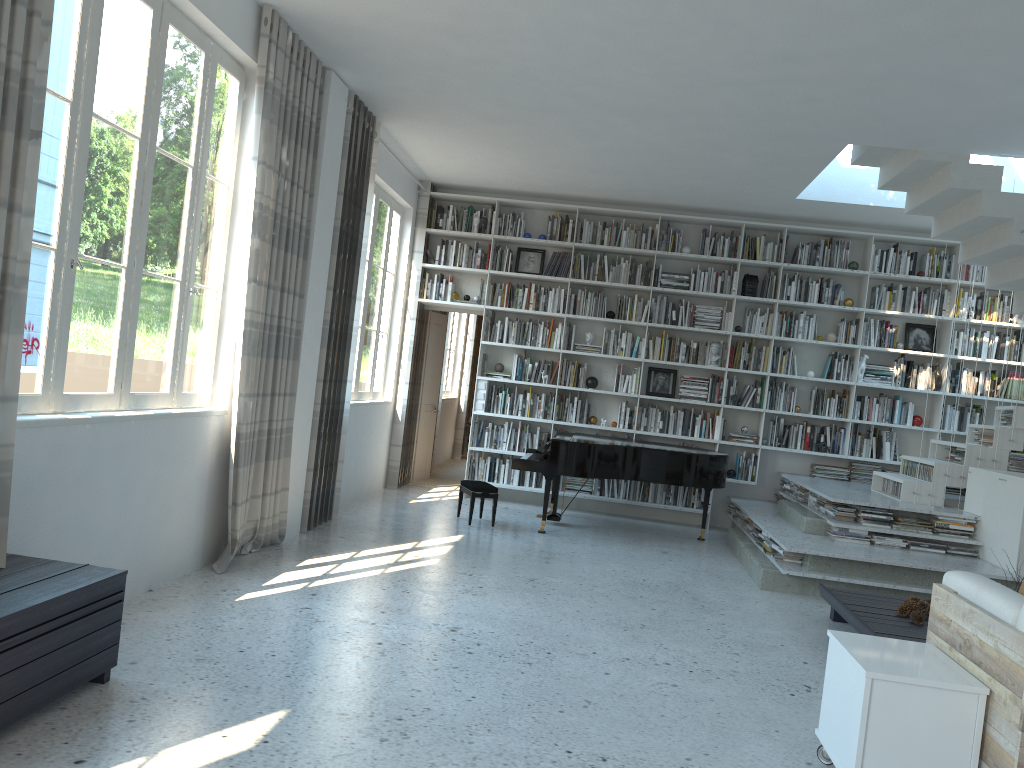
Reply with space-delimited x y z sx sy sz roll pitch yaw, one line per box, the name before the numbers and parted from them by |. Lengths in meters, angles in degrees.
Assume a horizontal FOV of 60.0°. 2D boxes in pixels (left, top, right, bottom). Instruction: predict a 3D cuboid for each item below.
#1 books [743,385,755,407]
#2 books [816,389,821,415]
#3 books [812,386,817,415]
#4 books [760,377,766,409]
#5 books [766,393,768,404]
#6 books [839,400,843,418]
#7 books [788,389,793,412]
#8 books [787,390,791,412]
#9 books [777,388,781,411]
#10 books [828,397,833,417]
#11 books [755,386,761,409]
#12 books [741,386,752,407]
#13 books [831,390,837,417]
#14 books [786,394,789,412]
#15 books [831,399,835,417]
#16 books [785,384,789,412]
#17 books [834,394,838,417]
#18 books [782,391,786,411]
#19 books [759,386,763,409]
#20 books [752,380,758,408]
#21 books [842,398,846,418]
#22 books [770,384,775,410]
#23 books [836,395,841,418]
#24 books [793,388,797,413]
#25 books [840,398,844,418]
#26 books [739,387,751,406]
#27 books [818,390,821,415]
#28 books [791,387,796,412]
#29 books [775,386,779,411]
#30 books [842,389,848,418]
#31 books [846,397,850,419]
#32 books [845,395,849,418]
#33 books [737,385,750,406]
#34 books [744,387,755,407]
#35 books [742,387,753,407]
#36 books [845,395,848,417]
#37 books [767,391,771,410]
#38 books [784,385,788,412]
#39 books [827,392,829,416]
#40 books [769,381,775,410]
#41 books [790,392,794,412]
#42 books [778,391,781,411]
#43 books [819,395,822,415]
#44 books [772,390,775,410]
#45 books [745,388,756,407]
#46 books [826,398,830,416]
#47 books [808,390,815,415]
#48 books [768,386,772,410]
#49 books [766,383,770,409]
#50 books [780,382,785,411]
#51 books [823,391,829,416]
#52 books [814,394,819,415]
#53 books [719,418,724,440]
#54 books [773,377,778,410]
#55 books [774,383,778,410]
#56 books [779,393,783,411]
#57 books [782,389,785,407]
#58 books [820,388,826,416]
books | 2.421 0.120 9.094 0.094 0.238 0.149 7 1 6
books | 3.099 0.185 9.022 0.015 0.262 0.149 7 1 6
books | 3.071 0.168 9.038 0.016 0.290 0.131 7 1 6
books | 2.555 0.091 9.070 0.014 0.325 0.182 7 1 6
books | 2.592 0.145 9.074 0.012 0.226 0.147 7 1 6
books | 3.312 0.251 8.973 0.016 0.180 0.189 7 1 6
books | 2.827 0.166 9.048 0.015 0.238 0.176 7 1 6
books | 2.816 0.173 9.058 0.008 0.223 0.133 7 1 6
books | 2.704 0.158 9.043 0.011 0.226 0.188 7 1 6
books | 3.221 0.233 8.998 0.015 0.195 0.175 7 1 6
books | 2.506 0.137 9.067 0.029 0.223 0.171 7 1 6
books | 2.395 0.125 9.104 0.095 0.226 0.144 7 1 6
books | 3.254 0.197 8.993 0.006 0.274 0.173 7 1 6
books | 2.803 0.193 9.059 0.013 0.179 0.140 7 1 6
books | 3.236 0.241 8.992 0.019 0.183 0.190 7 1 6
books | 2.800 0.140 9.060 0.006 0.285 0.159 7 1 6
books | 3.263 0.221 8.991 0.018 0.229 0.181 7 1 6
books | 2.763 0.176 9.060 0.013 0.203 0.167 7 1 6
books | 2.533 0.138 9.076 0.021 0.226 0.148 7 1 6
books | 2.492 0.104 9.089 0.013 0.286 0.138 7 1 6
books | 3.345 0.243 8.987 0.013 0.204 0.158 7 1 6
books | 2.657 0.125 9.064 0.006 0.281 0.155 7 1 6
books | 3.299 0.224 9.000 0.021 0.232 0.155 7 1 6
books | 2.869 0.165 9.045 0.013 0.251 0.172 7 1 6
books | 3.332 0.241 8.999 0.016 0.205 0.141 7 1 6
books | 2.376 0.131 9.085 0.089 0.210 0.175 7 1 6
books | 3.110 0.188 9.020 0.008 0.259 0.158 7 1 6
books | 2.857 0.158 9.046 0.014 0.261 0.142 7 1 6
books | 2.695 0.146 9.055 0.013 0.249 0.165 7 1 6
books | 3.360 0.199 8.978 0.007 0.295 0.162 7 1 6
books | 3.391 0.238 8.997 0.009 0.224 0.146 7 1 6
books | 3.385 0.231 9.007 0.007 0.235 0.131 7 1 6
books | 2.359 0.120 9.082 0.095 0.228 0.190 7 1 6
books | 2.424 0.134 9.103 0.090 0.215 0.139 7 1 6
books | 2.404 0.133 9.098 0.090 0.212 0.143 7 1 6
books | 3.372 0.227 9.004 0.019 0.241 0.134 7 1 6
books | 2.613 0.167 9.075 0.015 0.188 0.168 7 1 6
books | 2.777 0.146 9.046 0.012 0.267 0.183 7 1 6
books | 3.203 0.206 9.020 0.030 0.244 0.135 7 1 6
books | 2.646 0.117 9.066 0.018 0.295 0.177 7 1 6
books | 2.839 0.183 9.043 0.014 0.207 0.180 7 1 6
books | 2.717 0.164 9.054 0.013 0.218 0.160 7 1 6
books | 3.129 0.215 9.038 0.031 0.208 0.122 7 1 6
books | 2.662 0.164 9.071 0.013 0.204 0.154 7 1 6
books | 2.435 0.141 9.091 0.091 0.205 0.169 7 1 6
books | 3.178 0.235 8.992 0.018 0.182 0.182 7 1 6
books | 3.051 0.185 9.028 0.019 0.252 0.130 7 1 6
books | 2.630 0.143 9.082 0.011 0.239 0.136 7 1 6
books | 2.604 0.126 9.066 0.010 0.266 0.158 7 1 6
books | 2.747 0.128 9.044 0.014 0.297 0.175 7 1 6
books | 3.164 0.198 8.994 0.018 0.251 0.184 7 1 6
books | 3.080 0.206 9.010 0.015 0.216 0.177 7 1 6
books | 2.148 0.461 9.133 0.027 0.229 0.141 7 1 6
books | 2.681 0.097 9.078 0.007 0.342 0.149 7 1 6
books | 2.687 0.127 9.053 0.005 0.284 0.159 7 1 6
books | 2.727 0.181 9.048 0.013 0.186 0.183 7 1 6
books | 2.756 0.154 9.063 0.007 0.247 0.153 7 1 6
books | 3.156 0.180 9.021 0.007 0.285 0.159 7 1 6
